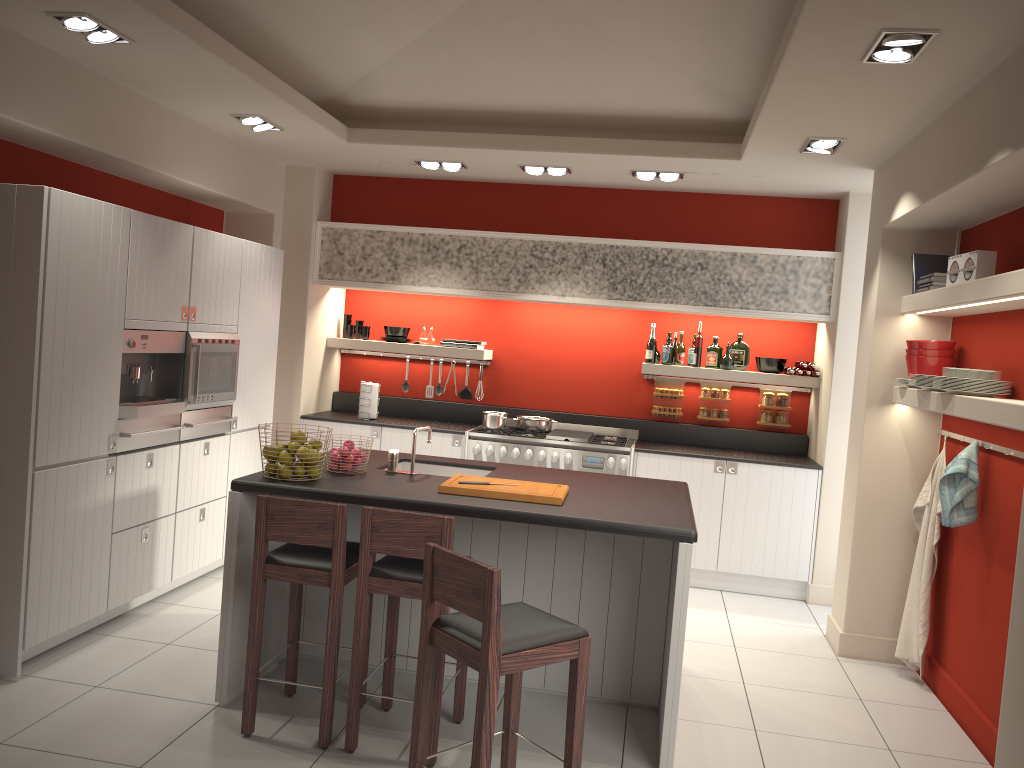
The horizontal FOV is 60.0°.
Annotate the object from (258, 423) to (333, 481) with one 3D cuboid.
[{"bbox_3d":[-1.018,0.314,4.130,0.341,0.232,0.341,7,4,42],"label":"object"}]

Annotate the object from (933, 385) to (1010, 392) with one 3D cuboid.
[{"bbox_3d":[2.213,0.031,4.275,0.339,0.020,0.339,5,3,12],"label":"object"}]

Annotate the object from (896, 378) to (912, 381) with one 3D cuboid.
[{"bbox_3d":[2.366,-0.008,5.048,0.339,0.020,0.339,5,3,12],"label":"object"}]

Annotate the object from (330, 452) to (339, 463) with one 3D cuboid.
[{"bbox_3d":[-0.873,0.364,4.399,0.059,0.059,0.060,6,3,21],"label":"object"}]

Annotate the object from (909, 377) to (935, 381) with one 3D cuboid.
[{"bbox_3d":[2.266,-0.010,4.655,0.339,0.020,0.339,5,3,9],"label":"object"}]

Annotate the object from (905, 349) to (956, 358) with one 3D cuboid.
[{"bbox_3d":[2.372,-0.125,5.043,0.260,0.159,0.260,4,3,-9],"label":"object"}]

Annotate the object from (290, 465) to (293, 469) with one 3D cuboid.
[{"bbox_3d":[-1.046,0.400,4.151,0.055,0.054,0.053,5,3,13],"label":"object"}]

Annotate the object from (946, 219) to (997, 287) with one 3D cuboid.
[{"bbox_3d":[2.281,-0.662,4.400,0.097,0.369,0.342,5,3,4],"label":"object"}]

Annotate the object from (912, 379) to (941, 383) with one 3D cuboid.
[{"bbox_3d":[2.265,-0.003,4.655,0.339,0.020,0.339,5,3,9],"label":"object"}]

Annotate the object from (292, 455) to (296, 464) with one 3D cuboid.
[{"bbox_3d":[-1.055,0.355,4.198,0.064,0.060,0.064,5,3,4],"label":"object"}]

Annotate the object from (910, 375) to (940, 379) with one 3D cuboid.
[{"bbox_3d":[2.267,-0.023,4.654,0.339,0.020,0.339,5,3,9],"label":"object"}]

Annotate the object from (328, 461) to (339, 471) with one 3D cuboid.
[{"bbox_3d":[-0.886,0.406,4.400,0.050,0.049,0.049,3,3,-24],"label":"object"}]

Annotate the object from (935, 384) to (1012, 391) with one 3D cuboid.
[{"bbox_3d":[2.214,0.024,4.275,0.339,0.020,0.339,5,3,12],"label":"object"}]

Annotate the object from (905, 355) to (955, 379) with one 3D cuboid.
[{"bbox_3d":[2.372,-0.081,5.045,0.260,0.146,0.260,5,3,13],"label":"object"}]

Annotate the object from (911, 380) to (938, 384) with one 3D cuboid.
[{"bbox_3d":[2.265,0.003,4.655,0.339,0.020,0.339,5,3,9],"label":"object"}]

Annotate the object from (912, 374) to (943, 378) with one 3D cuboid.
[{"bbox_3d":[2.267,-0.029,4.654,0.339,0.020,0.339,5,3,9],"label":"object"}]

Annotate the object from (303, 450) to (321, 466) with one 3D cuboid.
[{"bbox_3d":[-0.931,0.344,4.121,0.082,0.082,0.082,3,3,-24],"label":"object"}]

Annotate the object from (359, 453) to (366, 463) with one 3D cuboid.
[{"bbox_3d":[-0.763,0.373,4.481,0.055,0.056,0.055,5,3,19],"label":"object"}]

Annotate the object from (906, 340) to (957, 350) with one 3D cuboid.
[{"bbox_3d":[2.372,-0.175,5.037,0.260,0.161,0.260,3,3,-24],"label":"object"}]

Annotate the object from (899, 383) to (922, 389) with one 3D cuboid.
[{"bbox_3d":[2.364,0.018,5.050,0.339,0.020,0.339,5,3,12],"label":"object"}]

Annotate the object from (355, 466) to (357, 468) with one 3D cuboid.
[{"bbox_3d":[-0.808,0.407,4.505,0.050,0.049,0.049,3,3,-24],"label":"object"}]

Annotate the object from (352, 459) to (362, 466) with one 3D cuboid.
[{"bbox_3d":[-0.773,0.389,4.424,0.046,0.043,0.046,2,4,-41],"label":"object"}]

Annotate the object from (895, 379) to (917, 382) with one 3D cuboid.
[{"bbox_3d":[2.366,-0.002,5.049,0.339,0.020,0.339,5,3,12],"label":"object"}]

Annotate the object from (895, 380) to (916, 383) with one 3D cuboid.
[{"bbox_3d":[2.365,0.005,5.049,0.339,0.020,0.339,5,3,12],"label":"object"}]

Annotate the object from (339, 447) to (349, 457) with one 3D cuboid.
[{"bbox_3d":[-0.826,0.333,4.357,0.048,0.046,0.048,3,3,-35],"label":"object"}]

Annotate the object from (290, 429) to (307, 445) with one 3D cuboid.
[{"bbox_3d":[-1.000,0.252,4.151,0.078,0.080,0.078,5,3,9],"label":"object"}]

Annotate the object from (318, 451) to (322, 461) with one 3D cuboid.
[{"bbox_3d":[-0.923,0.344,4.180,0.057,0.057,0.055,5,3,1],"label":"object"}]

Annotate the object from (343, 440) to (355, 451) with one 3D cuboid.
[{"bbox_3d":[-0.812,0.306,4.418,0.056,0.058,0.056,3,3,-35],"label":"object"}]

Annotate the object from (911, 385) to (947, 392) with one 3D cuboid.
[{"bbox_3d":[2.263,0.029,4.657,0.339,0.020,0.339,5,3,9],"label":"object"}]

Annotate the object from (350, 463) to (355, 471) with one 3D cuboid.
[{"bbox_3d":[-0.807,0.416,4.444,0.040,0.039,0.039,3,3,-32],"label":"object"}]

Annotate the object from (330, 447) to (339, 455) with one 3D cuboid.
[{"bbox_3d":[-0.887,0.343,4.441,0.049,0.049,0.048,5,3,17],"label":"object"}]

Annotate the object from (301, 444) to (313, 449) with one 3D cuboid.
[{"bbox_3d":[-0.961,0.306,4.155,0.056,0.054,0.057,4,3,-19],"label":"object"}]

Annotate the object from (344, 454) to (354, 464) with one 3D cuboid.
[{"bbox_3d":[-0.803,0.369,4.366,0.048,0.046,0.048,3,3,-31],"label":"object"}]

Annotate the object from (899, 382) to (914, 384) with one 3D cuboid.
[{"bbox_3d":[2.365,0.011,5.049,0.339,0.020,0.339,5,3,12],"label":"object"}]

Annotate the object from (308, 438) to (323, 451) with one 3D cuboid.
[{"bbox_3d":[-0.932,0.289,4.202,0.067,0.064,0.067,5,3,10],"label":"object"}]

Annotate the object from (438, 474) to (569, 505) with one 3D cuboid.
[{"bbox_3d":[-0.030,0.493,4.173,0.570,0.033,0.372,5,3,8],"label":"object"}]

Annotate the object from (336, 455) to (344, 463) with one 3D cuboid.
[{"bbox_3d":[-0.848,0.369,4.365,0.041,0.041,0.040,2,4,-44],"label":"object"}]

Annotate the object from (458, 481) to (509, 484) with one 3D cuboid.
[{"bbox_3d":[-0.108,0.465,4.162,0.302,0.010,0.035,4,3,-20],"label":"object"}]

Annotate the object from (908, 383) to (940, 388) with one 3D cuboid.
[{"bbox_3d":[2.263,0.022,4.656,0.339,0.020,0.339,5,3,9],"label":"object"}]

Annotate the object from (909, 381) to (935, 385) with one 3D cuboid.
[{"bbox_3d":[2.264,0.010,4.656,0.339,0.020,0.339,5,3,9],"label":"object"}]

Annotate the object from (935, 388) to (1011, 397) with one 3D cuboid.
[{"bbox_3d":[2.212,0.044,4.276,0.339,0.020,0.339,5,3,12],"label":"object"}]

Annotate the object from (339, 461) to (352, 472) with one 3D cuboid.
[{"bbox_3d":[-0.823,0.405,4.394,0.062,0.057,0.061,5,3,9],"label":"object"}]

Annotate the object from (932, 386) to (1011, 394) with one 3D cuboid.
[{"bbox_3d":[2.213,0.037,4.276,0.339,0.020,0.339,5,3,12],"label":"object"}]

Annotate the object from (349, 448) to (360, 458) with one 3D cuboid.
[{"bbox_3d":[-0.780,0.346,4.406,0.051,0.055,0.056,6,3,24],"label":"object"}]

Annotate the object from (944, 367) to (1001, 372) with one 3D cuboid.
[{"bbox_3d":[2.224,-0.064,4.288,0.255,0.015,0.255,4,3,-9],"label":"object"}]

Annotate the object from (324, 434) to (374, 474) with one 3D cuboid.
[{"bbox_3d":[-0.822,0.350,4.439,0.248,0.168,0.248,4,3,-3],"label":"object"}]

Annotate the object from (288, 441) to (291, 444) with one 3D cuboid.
[{"bbox_3d":[-1.025,0.298,4.202,0.078,0.076,0.071,4,3,-21],"label":"object"}]

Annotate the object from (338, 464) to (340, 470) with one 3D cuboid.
[{"bbox_3d":[-0.861,0.406,4.438,0.050,0.049,0.049,3,3,-24],"label":"object"}]

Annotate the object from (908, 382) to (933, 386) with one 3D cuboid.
[{"bbox_3d":[2.264,0.016,4.656,0.339,0.020,0.339,5,3,9],"label":"object"}]

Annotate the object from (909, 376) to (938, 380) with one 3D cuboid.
[{"bbox_3d":[2.266,-0.016,4.655,0.339,0.020,0.339,5,3,9],"label":"object"}]
